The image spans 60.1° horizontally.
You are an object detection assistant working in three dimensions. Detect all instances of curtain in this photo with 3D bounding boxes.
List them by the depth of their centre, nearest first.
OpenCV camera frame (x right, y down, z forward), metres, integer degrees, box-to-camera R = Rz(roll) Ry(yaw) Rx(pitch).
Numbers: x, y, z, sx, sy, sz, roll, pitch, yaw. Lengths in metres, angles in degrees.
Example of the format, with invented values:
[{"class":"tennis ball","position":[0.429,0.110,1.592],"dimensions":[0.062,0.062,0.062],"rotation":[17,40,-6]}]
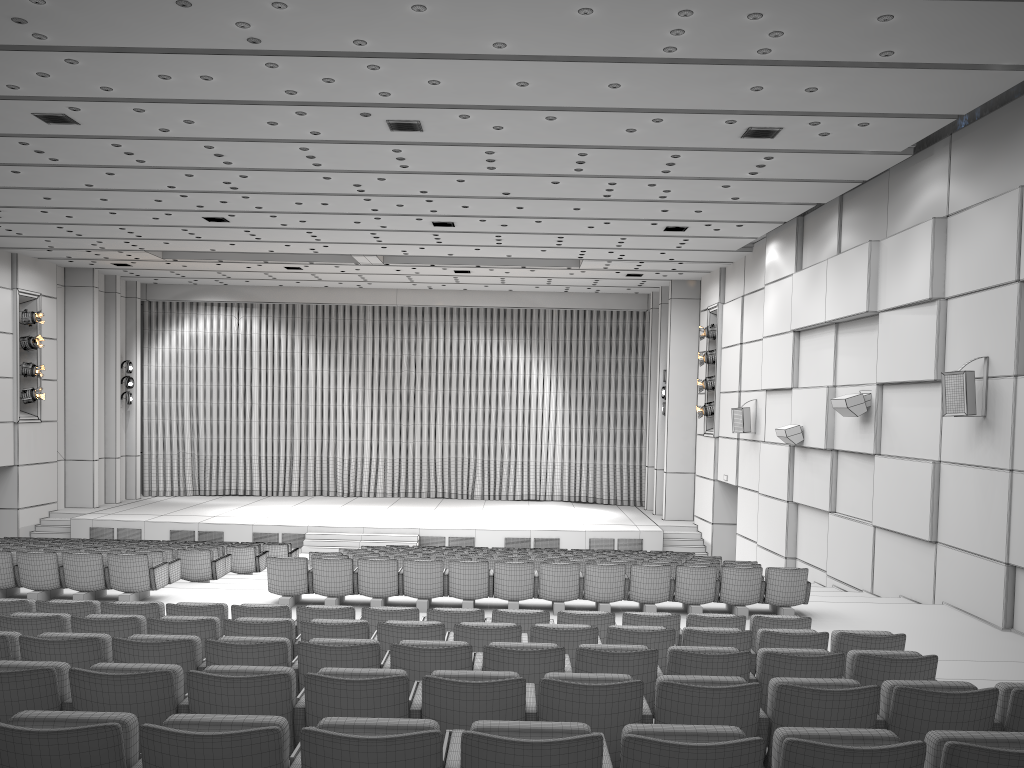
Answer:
[{"class":"curtain","position":[-3.540,0.460,28.376],"dimensions":[16.130,6.535,1.426],"rotation":[1,2,0]}]

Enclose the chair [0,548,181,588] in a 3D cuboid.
[{"class":"chair","position":[-7.630,2.483,12.025],"dimensions":[6.050,0.623,0.611],"rotation":[1,1,0]}]

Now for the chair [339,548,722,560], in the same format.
[{"class":"chair","position":[0.332,3.188,15.315],"dimensions":[6.600,0.623,0.611],"rotation":[1,1,0]}]

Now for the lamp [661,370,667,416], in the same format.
[{"class":"lamp","position":[4.421,0.251,24.921],"dimensions":[0.436,1.481,0.384],"rotation":[1,2,-4]}]

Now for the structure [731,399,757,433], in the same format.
[{"class":"structure","position":[5.041,0.700,19.183],"dimensions":[0.410,0.746,0.408],"rotation":[0,2,-42]}]

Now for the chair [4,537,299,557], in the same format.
[{"class":"chair","position":[-7.585,3.565,18.665],"dimensions":[6.050,0.623,0.611],"rotation":[1,1,0]}]

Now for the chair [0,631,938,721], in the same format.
[{"class":"chair","position":[-4.031,1.778,5.472],"dimensions":[13.200,0.623,0.611],"rotation":[1,1,0]}]

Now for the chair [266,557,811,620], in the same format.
[{"class":"chair","position":[0.325,2.467,10.892],"dimensions":[6.600,0.623,0.611],"rotation":[1,1,0]}]

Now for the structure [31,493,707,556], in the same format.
[{"class":"structure","position":[-3.583,4.066,25.399],"dimensions":[17.819,0.847,8.308],"rotation":[1,-2,0]}]

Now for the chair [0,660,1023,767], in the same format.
[{"class":"chair","position":[-4.005,1.599,4.367],"dimensions":[13.750,0.623,0.611],"rotation":[1,1,0]}]

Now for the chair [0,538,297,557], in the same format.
[{"class":"chair","position":[-7.639,3.384,17.553],"dimensions":[6.600,0.623,0.611],"rotation":[1,1,0]}]

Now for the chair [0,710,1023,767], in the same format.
[{"class":"chair","position":[-4.034,1.418,3.261],"dimensions":[13.200,0.623,0.611],"rotation":[1,1,0]}]

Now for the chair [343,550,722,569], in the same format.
[{"class":"chair","position":[0.347,3.008,14.209],"dimensions":[6.050,0.623,0.611],"rotation":[1,1,0]}]

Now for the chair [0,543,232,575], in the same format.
[{"class":"chair","position":[-7.627,2.843,14.236],"dimensions":[6.050,0.623,0.611],"rotation":[1,1,0]}]

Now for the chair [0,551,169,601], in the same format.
[{"class":"chair","position":[-7.649,2.302,10.920],"dimensions":[6.600,0.623,0.611],"rotation":[1,1,0]}]

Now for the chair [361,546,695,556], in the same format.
[{"class":"chair","position":[0.335,3.548,17.526],"dimensions":[6.600,0.623,0.611],"rotation":[1,1,0]}]

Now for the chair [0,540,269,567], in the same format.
[{"class":"chair","position":[-7.623,3.204,16.447],"dimensions":[6.050,0.623,0.611],"rotation":[1,1,0]}]

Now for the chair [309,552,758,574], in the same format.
[{"class":"chair","position":[0.328,2.827,13.103],"dimensions":[6.600,0.623,0.611],"rotation":[1,1,0]}]

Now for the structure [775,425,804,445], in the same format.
[{"class":"structure","position":[5.204,0.909,16.430],"dimensions":[0.471,0.418,0.519],"rotation":[1,0,-3]}]

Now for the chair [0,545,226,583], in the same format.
[{"class":"chair","position":[-7.646,2.663,13.131],"dimensions":[6.600,0.623,0.611],"rotation":[1,1,0]}]

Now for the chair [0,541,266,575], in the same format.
[{"class":"chair","position":[-7.642,3.023,15.342],"dimensions":[6.600,0.623,0.611],"rotation":[1,1,0]}]

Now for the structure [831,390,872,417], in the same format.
[{"class":"structure","position":[5.335,0.305,13.878],"dimensions":[0.471,0.418,0.519],"rotation":[1,0,-4]}]

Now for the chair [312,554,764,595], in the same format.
[{"class":"chair","position":[0.344,2.647,11.998],"dimensions":[6.050,0.623,0.611],"rotation":[1,1,0]}]

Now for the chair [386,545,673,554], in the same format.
[{"class":"chair","position":[0.389,3.730,18.637],"dimensions":[6.050,0.623,0.611],"rotation":[1,1,0]}]

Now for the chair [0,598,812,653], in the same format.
[{"class":"chair","position":[-4.027,2.139,7.683],"dimensions":[13.200,0.623,0.611],"rotation":[1,1,0]}]

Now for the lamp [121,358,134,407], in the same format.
[{"class":"lamp","position":[-11.432,-0.044,26.169],"dimensions":[0.436,1.481,0.384],"rotation":[1,2,5]}]

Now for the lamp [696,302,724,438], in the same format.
[{"class":"lamp","position":[5.063,-0.327,22.339],"dimensions":[0.755,3.348,1.019],"rotation":[1,2,-4]}]

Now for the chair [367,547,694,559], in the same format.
[{"class":"chair","position":[0.351,3.369,16.420],"dimensions":[6.050,0.623,0.611],"rotation":[1,1,0]}]

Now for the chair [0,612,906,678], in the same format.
[{"class":"chair","position":[-4.002,1.959,6.578],"dimensions":[13.750,0.623,0.611],"rotation":[1,1,0]}]

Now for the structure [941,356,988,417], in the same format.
[{"class":"structure","position":[5.516,0.033,10.786],"dimensions":[0.410,0.746,0.408],"rotation":[0,2,-42]}]

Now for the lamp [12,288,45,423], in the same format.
[{"class":"lamp","position":[-12.262,-0.685,22.378],"dimensions":[0.746,3.348,1.017],"rotation":[1,2,0]}]
